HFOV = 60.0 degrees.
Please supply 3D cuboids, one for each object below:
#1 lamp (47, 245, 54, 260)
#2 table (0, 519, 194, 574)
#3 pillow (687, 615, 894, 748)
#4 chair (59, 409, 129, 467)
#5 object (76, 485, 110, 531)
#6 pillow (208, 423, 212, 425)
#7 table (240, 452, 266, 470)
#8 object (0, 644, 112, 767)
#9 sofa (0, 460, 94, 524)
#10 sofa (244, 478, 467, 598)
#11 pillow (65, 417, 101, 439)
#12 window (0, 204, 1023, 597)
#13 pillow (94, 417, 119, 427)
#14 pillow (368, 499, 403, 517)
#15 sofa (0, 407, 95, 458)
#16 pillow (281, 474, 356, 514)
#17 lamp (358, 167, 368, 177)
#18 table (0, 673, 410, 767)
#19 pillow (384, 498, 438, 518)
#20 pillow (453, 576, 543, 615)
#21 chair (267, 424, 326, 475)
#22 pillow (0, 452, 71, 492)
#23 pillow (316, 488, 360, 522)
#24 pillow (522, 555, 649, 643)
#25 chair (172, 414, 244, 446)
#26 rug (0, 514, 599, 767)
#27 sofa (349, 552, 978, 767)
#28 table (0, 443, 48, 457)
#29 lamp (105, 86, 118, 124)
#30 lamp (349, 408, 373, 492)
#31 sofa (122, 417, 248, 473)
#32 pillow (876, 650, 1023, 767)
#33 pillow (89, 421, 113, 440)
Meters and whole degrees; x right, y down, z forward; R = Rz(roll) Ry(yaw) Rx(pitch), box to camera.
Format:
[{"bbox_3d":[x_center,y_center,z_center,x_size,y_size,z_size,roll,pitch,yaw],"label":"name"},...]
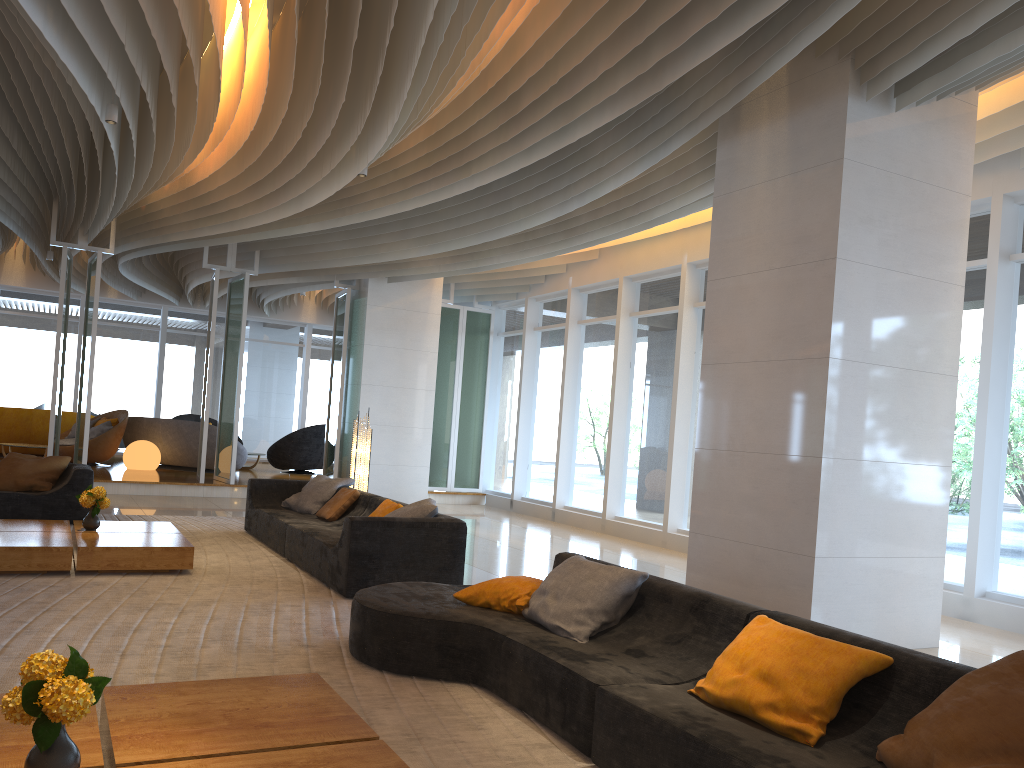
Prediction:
[{"bbox_3d":[-7.322,-2.732,14.155,0.090,1.505,0.088,4,0,-19],"label":"lamp"},{"bbox_3d":[-3.487,1.284,7.030,1.627,0.220,1.576,6,-4,-28],"label":"table"},{"bbox_3d":[0.979,1.094,3.243,0.457,0.394,0.627,5,-3,-28],"label":"pillow"},{"bbox_3d":[-7.309,0.902,15.327,1.158,1.005,1.490,6,-3,-40],"label":"chair"},{"bbox_3d":[-3.408,1.002,7.227,0.235,0.377,0.266,4,-1,4],"label":"object"},{"bbox_3d":[-6.366,0.989,18.109,0.365,0.422,0.617,3,-2,36],"label":"pillow"},{"bbox_3d":[-5.291,1.509,17.363,0.804,0.318,1.100,2,-4,34],"label":"table"},{"bbox_3d":[-1.219,0.882,2.356,0.237,0.377,0.265,4,-1,-6],"label":"object"},{"bbox_3d":[-4.795,0.965,6.948,2.871,0.653,5.011,6,-4,-27],"label":"sofa"},{"bbox_3d":[-1.585,1.297,8.058,0.957,0.582,3.719,5,-3,-27],"label":"sofa"},{"bbox_3d":[-7.515,0.779,15.568,0.612,0.454,0.479,3,-2,23],"label":"pillow"},{"bbox_3d":[1.673,-0.097,6.630,53.613,3.218,22.523,2,-4,27],"label":"window"},{"bbox_3d":[-7.116,0.786,15.504,0.594,0.422,0.379,2,-2,40],"label":"pillow"},{"bbox_3d":[-1.114,1.131,7.436,0.327,0.312,0.402,5,-2,-26],"label":"pillow"},{"bbox_3d":[-8.830,0.885,16.050,2.611,0.900,1.090,6,-3,-38],"label":"sofa"},{"bbox_3d":[-2.036,1.140,9.254,0.627,0.377,0.558,2,-3,40],"label":"pillow"},{"bbox_3d":[-1.310,-2.643,8.065,0.088,1.505,0.090,4,0,17],"label":"lamp"},{"bbox_3d":[-1.149,1.196,2.517,1.627,0.220,1.576,6,-4,-28],"label":"table"},{"bbox_3d":[-0.865,1.096,6.994,0.549,0.377,0.637,4,-2,-6],"label":"pillow"},{"bbox_3d":[0.000,1.154,4.888,0.442,0.192,0.596,3,-3,27],"label":"pillow"},{"bbox_3d":[-4.084,1.255,17.410,1.116,1.005,1.547,3,-3,35],"label":"chair"},{"bbox_3d":[-5.055,0.922,9.275,0.641,0.377,0.545,4,-2,-6],"label":"pillow"},{"bbox_3d":[-1.670,1.152,8.509,0.327,0.312,0.401,5,-2,-30],"label":"pillow"},{"bbox_3d":[0.335,1.100,4.484,0.469,0.416,0.655,5,-3,-27],"label":"pillow"},{"bbox_3d":[-6.190,1.133,17.947,1.115,1.005,1.548,2,-3,45],"label":"chair"},{"bbox_3d":[-1.302,1.314,2.801,5.603,0.022,15.973,6,-4,-27],"label":"rug"},{"bbox_3d":[0.495,1.197,3.672,1.374,0.582,4.078,6,-4,-29],"label":"sofa"},{"bbox_3d":[-7.889,1.152,14.425,1.060,0.318,0.834,1,-4,44],"label":"table"},{"bbox_3d":[-3.140,-2.833,7.067,0.088,1.505,0.090,4,0,17],"label":"lamp"},{"bbox_3d":[-1.780,0.992,10.371,0.254,1.450,0.246,4,0,-28],"label":"lamp"},{"bbox_3d":[-5.939,1.089,15.945,2.528,0.900,1.126,3,-2,21],"label":"sofa"},{"bbox_3d":[1.445,1.009,2.537,0.549,0.377,0.637,4,-2,-6],"label":"pillow"},{"bbox_3d":[-7.041,0.814,15.093,0.471,0.408,0.496,5,-2,-25],"label":"pillow"}]
